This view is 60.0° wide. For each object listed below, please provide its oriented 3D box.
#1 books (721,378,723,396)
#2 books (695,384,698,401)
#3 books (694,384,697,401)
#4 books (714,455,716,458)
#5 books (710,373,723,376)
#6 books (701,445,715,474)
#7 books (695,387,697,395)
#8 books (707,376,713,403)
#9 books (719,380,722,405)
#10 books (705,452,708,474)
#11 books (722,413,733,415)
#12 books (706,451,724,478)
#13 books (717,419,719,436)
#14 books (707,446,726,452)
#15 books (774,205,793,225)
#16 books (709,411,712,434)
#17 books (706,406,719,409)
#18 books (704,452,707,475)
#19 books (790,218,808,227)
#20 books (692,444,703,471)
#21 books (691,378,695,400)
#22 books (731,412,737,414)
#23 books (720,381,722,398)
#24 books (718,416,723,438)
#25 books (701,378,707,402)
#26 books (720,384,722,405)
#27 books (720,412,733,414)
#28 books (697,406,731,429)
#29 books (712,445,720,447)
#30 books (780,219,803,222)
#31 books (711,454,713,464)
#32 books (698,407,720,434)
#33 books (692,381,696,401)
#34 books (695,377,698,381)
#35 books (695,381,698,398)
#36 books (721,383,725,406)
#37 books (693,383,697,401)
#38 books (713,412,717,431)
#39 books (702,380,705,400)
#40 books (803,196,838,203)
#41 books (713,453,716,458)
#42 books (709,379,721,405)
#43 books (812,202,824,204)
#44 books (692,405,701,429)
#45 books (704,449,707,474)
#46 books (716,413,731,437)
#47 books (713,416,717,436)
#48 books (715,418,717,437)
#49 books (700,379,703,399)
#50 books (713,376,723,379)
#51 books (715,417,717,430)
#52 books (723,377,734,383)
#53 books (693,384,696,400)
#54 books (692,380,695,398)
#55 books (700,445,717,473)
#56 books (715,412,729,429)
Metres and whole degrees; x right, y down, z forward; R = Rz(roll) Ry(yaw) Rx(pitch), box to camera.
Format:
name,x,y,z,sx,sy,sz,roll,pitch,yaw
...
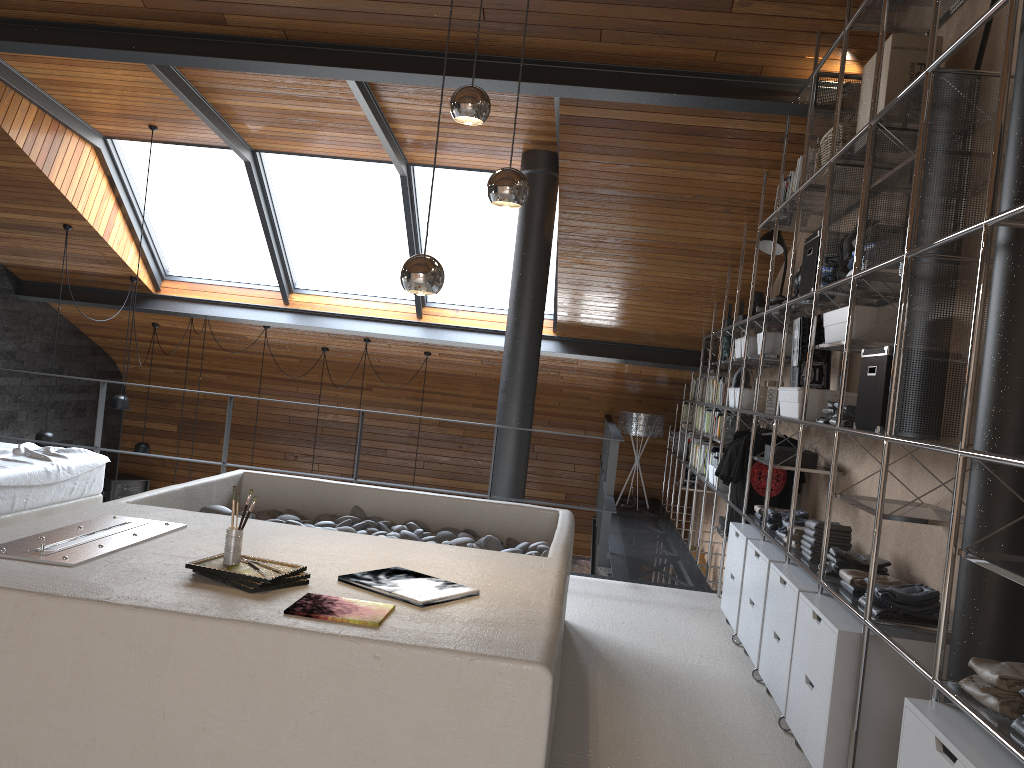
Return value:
name,x,y,z,sx,sy,sz,roll,pitch,yaw
books,1.680,0.066,6.770,0.161,0.215,0.092,6,1,5
books,1.815,0.064,8.384,0.137,0.213,0.068,6,1,5
books,1.800,0.071,8.424,0.111,0.194,0.059,6,1,5
books,1.634,0.656,6.862,0.160,0.187,0.060,6,1,5
books,1.788,0.039,7.878,0.143,0.268,0.020,6,1,5
books,1.636,0.628,7.282,0.148,0.233,0.053,6,1,5
books,1.801,0.082,8.418,0.112,0.173,0.054,6,1,5
books,1.710,0.053,7.399,0.148,0.233,0.053,6,1,5
books,1.662,0.074,6.828,0.127,0.192,0.079,6,1,5
books,1.651,0.646,7.216,0.137,0.201,0.047,6,1,5
books,1.670,0.325,6.919,0.129,0.188,0.010,6,1,5
books,1.638,0.647,7.089,0.136,0.210,0.273,6,1,5
books,1.649,0.345,6.821,0.131,0.147,0.045,6,1,5
books,1.664,0.631,7.244,0.148,0.233,0.053,6,1,5
books,1.700,-1.090,5.402,0.169,0.229,0.077,6,1,5
books,1.693,0.323,7.239,0.148,0.190,0.013,6,1,5
books,1.766,0.309,7.922,0.143,0.218,0.020,6,1,5
books,1.642,0.655,7.229,0.131,0.180,0.042,6,1,5
books,1.725,-1.099,5.436,0.206,0.249,0.074,6,1,5
books,1.676,0.643,7.741,0.139,0.211,0.467,6,1,5
books,1.863,0.058,8.802,0.148,0.229,0.073,6,1,5
books,1.723,0.320,7.183,0.192,0.204,0.012,6,1,5
books,1.669,0.075,6.816,0.127,0.192,0.079,6,1,5
books,1.651,0.337,6.806,0.129,0.165,0.056,6,1,5
books,1.748,0.063,7.755,0.131,0.216,0.509,6,1,5
books,1.660,0.088,6.799,0.119,0.166,0.072,6,1,5
books,1.681,0.322,6.986,0.146,0.195,0.023,6,1,5
books,1.719,0.311,7.586,0.138,0.212,1.040,6,1,5
books,1.660,0.629,7.359,0.143,0.236,0.062,6,1,5
books,1.679,-1.081,5.301,0.146,0.208,0.071,6,1,5
books,1.631,0.653,6.957,0.148,0.189,0.053,6,1,5
books,1.696,0.313,7.566,0.139,0.208,0.494,6,1,5
books,1.818,0.071,8.570,0.127,0.197,0.063,6,1,5
books,1.847,0.055,8.641,0.143,0.233,0.081,6,1,5
books,1.813,0.073,8.401,0.138,0.189,0.065,6,1,5
books,1.650,0.085,6.740,0.112,0.169,0.068,6,1,5
books,1.800,0.083,8.463,0.111,0.171,0.056,6,1,5
books,1.674,0.323,7.022,0.148,0.190,0.013,6,1,5
books,1.778,0.069,7.908,0.148,0.206,0.018,6,1,5
books,1.660,-1.096,4.744,0.191,0.244,0.075,6,1,5
books,1.658,0.648,6.913,0.191,0.205,0.055,6,1,5
books,1.681,0.069,7.097,0.139,0.206,0.497,6,1,5
books,1.656,-1.099,4.756,0.191,0.249,0.077,6,1,5
books,1.762,0.308,8.215,0.130,0.216,0.311,6,1,5
books,1.655,0.644,7.255,0.149,0.205,0.049,6,1,5
books,1.644,0.324,6.839,0.129,0.186,0.050,6,1,5
books,1.669,0.337,7.007,0.143,0.161,0.019,6,1,5
books,1.656,0.336,6.880,0.148,0.167,0.053,6,1,5
books,1.792,0.057,8.064,0.148,0.233,0.053,6,1,5
books,1.737,0.057,7.362,0.148,0.233,0.053,6,1,5
books,1.650,0.335,6.895,0.130,0.167,0.046,6,1,5
books,1.694,0.056,6.763,0.177,0.209,0.082,6,1,5
books,1.817,0.085,8.549,0.119,0.169,0.058,6,1,5
books,1.861,0.065,8.752,0.149,0.202,0.067,6,1,5
books,1.640,0.628,7.330,0.148,0.233,0.053,6,1,5
books,1.674,0.324,6.955,0.148,0.190,0.013,6,1,5
